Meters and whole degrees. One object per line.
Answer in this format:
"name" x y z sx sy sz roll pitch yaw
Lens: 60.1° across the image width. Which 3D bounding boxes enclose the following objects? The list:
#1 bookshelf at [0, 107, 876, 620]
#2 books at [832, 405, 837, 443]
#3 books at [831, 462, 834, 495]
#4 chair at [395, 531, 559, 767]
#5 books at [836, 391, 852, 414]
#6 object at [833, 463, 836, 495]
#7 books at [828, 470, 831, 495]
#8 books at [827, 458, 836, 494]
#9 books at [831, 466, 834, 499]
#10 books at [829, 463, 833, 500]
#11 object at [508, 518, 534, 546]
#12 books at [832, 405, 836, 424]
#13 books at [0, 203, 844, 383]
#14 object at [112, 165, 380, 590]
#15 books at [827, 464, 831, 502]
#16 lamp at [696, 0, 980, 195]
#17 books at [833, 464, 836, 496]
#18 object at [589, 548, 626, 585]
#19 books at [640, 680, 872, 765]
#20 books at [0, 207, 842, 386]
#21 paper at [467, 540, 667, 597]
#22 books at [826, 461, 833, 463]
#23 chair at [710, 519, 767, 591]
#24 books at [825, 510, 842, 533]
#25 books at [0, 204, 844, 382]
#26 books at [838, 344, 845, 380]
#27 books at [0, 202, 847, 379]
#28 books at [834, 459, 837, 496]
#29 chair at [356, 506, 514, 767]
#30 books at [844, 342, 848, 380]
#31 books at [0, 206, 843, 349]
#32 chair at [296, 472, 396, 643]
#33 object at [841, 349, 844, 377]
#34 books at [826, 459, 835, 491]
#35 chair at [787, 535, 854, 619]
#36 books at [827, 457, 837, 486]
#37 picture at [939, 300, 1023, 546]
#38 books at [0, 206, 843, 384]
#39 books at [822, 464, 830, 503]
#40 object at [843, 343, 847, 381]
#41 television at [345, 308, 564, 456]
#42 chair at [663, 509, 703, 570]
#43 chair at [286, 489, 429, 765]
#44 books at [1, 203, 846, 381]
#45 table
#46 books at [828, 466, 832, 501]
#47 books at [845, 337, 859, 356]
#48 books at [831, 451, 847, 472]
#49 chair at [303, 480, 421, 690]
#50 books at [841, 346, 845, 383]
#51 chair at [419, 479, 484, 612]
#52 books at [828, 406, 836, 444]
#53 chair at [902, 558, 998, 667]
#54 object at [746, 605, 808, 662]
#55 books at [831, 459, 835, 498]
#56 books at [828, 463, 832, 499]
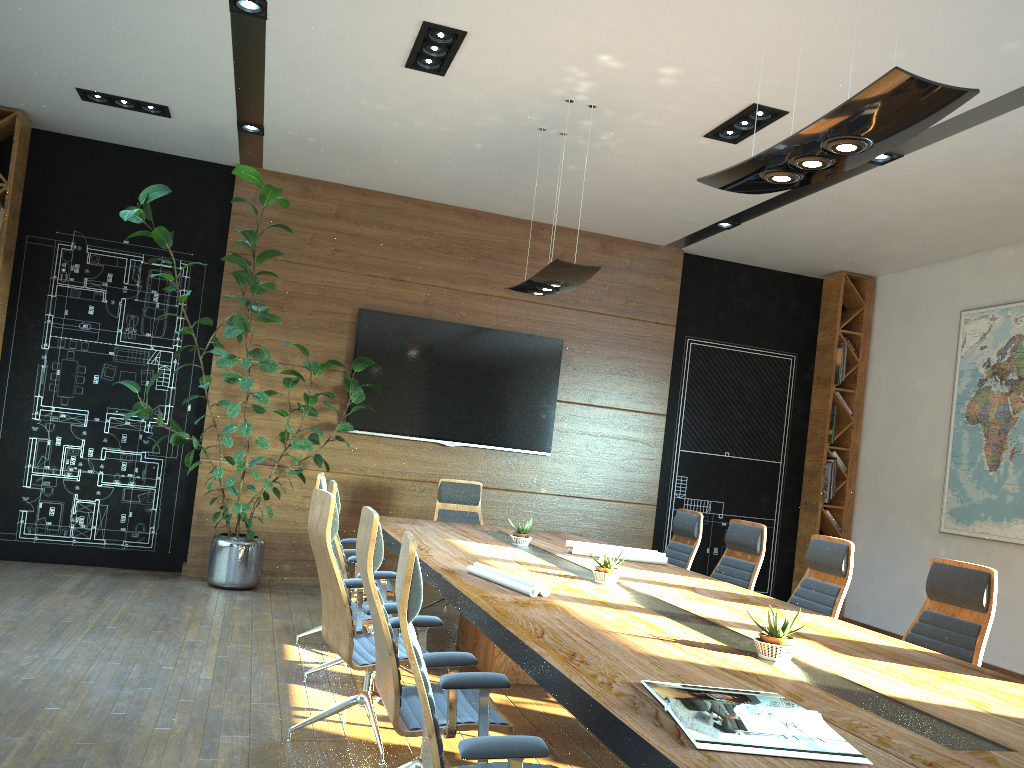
"bookshelf" -0.498 0.146 8.315 8.640 3.684 0.319 8 -2 -16
"books" -0.462 -0.091 8.292 7.895 0.395 0.398 8 -4 -16
"books" -0.528 0.486 8.270 7.972 0.389 0.398 8 -4 -16
"chair" -0.043 1.020 2.492 0.696 1.125 0.707 7 -3 -9
"books" -0.440 -0.331 8.319 8.430 0.230 0.238 8 -4 -16
"object" -0.525 0.458 8.274 8.027 0.389 0.393 8 -4 -16
"books" -0.533 0.513 8.276 7.911 0.396 0.398 8 -4 -16
"books" -0.523 0.456 8.266 8.019 0.400 0.387 8 -4 -16
"books" -0.528 0.486 8.272 7.980 0.383 0.401 8 -4 -16
"books" -0.529 0.497 8.270 7.955 0.382 0.400 8 -4 -16
"object" 0.061 0.980 5.908 0.153 0.187 0.177 8 -4 -28
"books" -0.463 -0.094 8.297 7.904 0.393 0.398 8 -4 -16
"books" -0.392 -0.717 8.320 7.926 0.398 0.398 8 -4 -16
"object" -2.336 0.039 7.571 1.678 3.362 2.044 5 -3 26
"books" -0.532 0.521 8.268 7.891 0.396 0.398 8 -4 -16
"lamp" 1.132 -1.370 3.162 0.340 1.197 1.198 7 -3 -16
"books" -0.524 0.455 8.272 8.036 0.387 0.391 8 -4 -16
"object" 0.480 0.911 4.478 0.153 0.187 0.178 5 -4 24
"books" 0.567 0.803 2.171 0.389 0.033 0.546 7 -5 -4
"books" -0.393 -0.689 8.312 7.876 0.389 0.398 8 -4 -16
"paper" 0.297 0.970 4.839 0.627 0.083 2.250 4 -5 25
"books" -0.530 0.488 8.276 7.964 0.397 0.399 8 -4 -16
"chair" 1.225 1.436 5.803 0.697 1.125 0.706 8 -3 -20
"books" -0.573 0.903 8.247 8.436 0.220 0.233 8 -4 -16
"books" -0.392 -0.710 8.317 7.917 0.396 0.398 8 -4 -16
"books" -0.388 -0.730 8.311 7.955 0.397 0.391 8 -4 -16
"books" -0.387 -0.752 8.317 8.004 0.392 0.398 8 -4 -16
"books" -0.524 0.454 8.269 8.044 0.381 0.396 8 -4 -16
"chair" -0.287 1.060 3.326 0.697 1.125 0.707 7 -3 -15
"books" -0.385 -0.754 8.313 8.013 0.389 0.398 8 -4 -16
"books" -0.394 -0.695 8.318 7.885 0.397 0.399 8 -4 -16
"chair" -1.017 1.185 5.873 0.696 1.125 0.707 7 -3 -8
"object" -0.391 -0.719 8.320 7.935 0.396 0.398 8 -4 -16
"books" -0.525 0.470 8.267 7.989 0.403 0.391 8 -4 -16
"chair" 1.478 1.399 5.004 0.697 1.125 0.707 7 -3 -13
"books" -0.522 0.442 8.269 8.053 0.397 0.391 8 -4 -16
"picture" 4.501 0.270 6.624 0.030 2.059 3.236 7 -4 -16
"books" -0.392 -0.699 8.313 7.907 0.383 0.400 8 -4 -16
"books" -0.534 0.525 8.275 7.882 0.398 0.398 8 -4 -16
"object" -0.388 -0.746 8.320 7.996 0.389 0.398 8 -4 -16
"television" -0.530 0.014 8.509 2.033 1.178 0.075 8 -2 -16
"chair" 0.992 1.476 6.629 0.697 1.125 0.707 7 -3 -16
"chair" -0.634 1.086 4.126 0.697 1.125 0.706 8 -3 -24
"books" -0.387 -0.741 8.315 7.979 0.395 0.398 8 -4 -16
"table" 0.431 1.396 4.453 1.787 0.795 5.547 8 -5 -16
"books" -0.531 0.504 8.274 7.928 0.396 0.398 8 -4 -16
"books" -0.497 0.290 8.249 8.430 2.643 0.161 8 -2 -16
"books" -0.498 0.280 8.255 8.434 0.208 0.176 8 -3 -16
"chair" -0.771 1.145 5.044 0.697 1.125 0.707 7 -3 -15
"books" -0.389 -0.717 8.311 7.945 0.381 0.396 8 -4 -16
"chair" -0.393 1.375 7.332 0.707 1.125 0.696 8 -3 -20
"books" -0.465 -0.083 8.298 7.882 0.389 0.398 8 -4 -16
"chair" 1.760 1.354 4.060 0.697 1.125 0.707 7 -3 -16
"object" 0.902 0.840 3.019 0.178 0.187 0.153 9 -4 -41
"books" -0.524 0.464 8.268 8.011 0.397 0.388 8 -4 -16
"books" -0.532 0.508 8.277 7.919 0.398 0.398 8 -4 -16
